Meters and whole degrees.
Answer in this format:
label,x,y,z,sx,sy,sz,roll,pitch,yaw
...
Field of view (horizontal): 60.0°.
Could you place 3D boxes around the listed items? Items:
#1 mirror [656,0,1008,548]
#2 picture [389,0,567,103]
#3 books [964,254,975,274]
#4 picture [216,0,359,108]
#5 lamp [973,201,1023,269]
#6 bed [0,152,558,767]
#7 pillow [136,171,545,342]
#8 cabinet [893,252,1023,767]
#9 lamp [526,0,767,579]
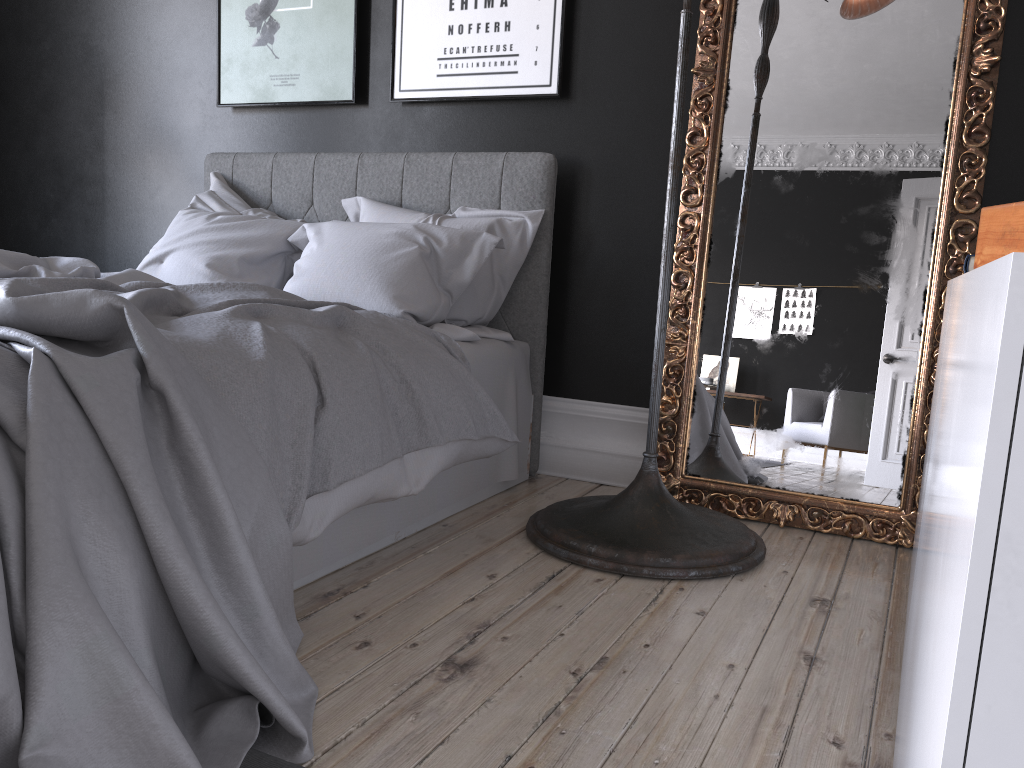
label,x,y,z,sx,sy,sz,roll,pitch,yaw
mirror,1.055,-0.591,3.043,0.990,2.198,0.254,7,10,25
picture,-0.137,-1.700,3.558,0.791,1.082,0.014,7,10,25
books,0.776,-0.165,1.289,0.192,0.031,0.289,8,9,30
picture,-1.012,-1.804,3.961,0.791,1.082,0.014,7,10,25
lamp,0.510,-0.376,0.648,0.328,0.592,0.339,4,9,5
bed,-1.393,-0.217,2.618,2.764,1.302,3.275,5,8,13
pillow,-0.854,-0.504,3.561,1.828,0.762,0.679,7,9,24
cabinet,0.968,0.290,1.417,0.569,0.885,2.391,7,9,25
lamp,0.497,-0.693,2.704,0.772,2.418,0.983,-2,10,-32
